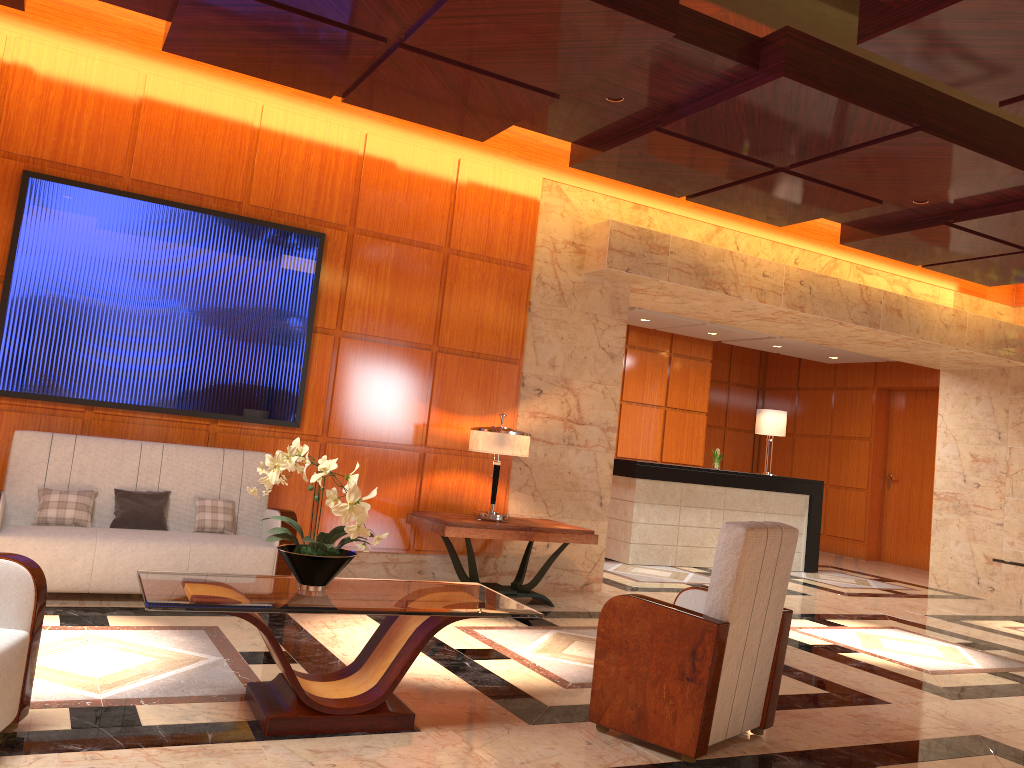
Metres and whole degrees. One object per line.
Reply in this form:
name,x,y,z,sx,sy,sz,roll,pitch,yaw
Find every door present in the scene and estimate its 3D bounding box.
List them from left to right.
door,6.044,1.400,13.307,0.339,2.708,1.284,9,-7,-28

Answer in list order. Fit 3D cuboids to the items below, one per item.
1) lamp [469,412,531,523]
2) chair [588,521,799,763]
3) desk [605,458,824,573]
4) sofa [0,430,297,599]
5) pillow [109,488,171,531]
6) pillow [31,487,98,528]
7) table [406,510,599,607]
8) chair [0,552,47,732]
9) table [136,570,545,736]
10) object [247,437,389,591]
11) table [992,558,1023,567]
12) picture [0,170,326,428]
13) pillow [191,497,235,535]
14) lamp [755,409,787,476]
lamp,-0.111,0.611,6.608,0.458,0.813,0.457,8,-6,-19
chair,0.837,1.059,3.927,0.629,0.965,0.734,1,-7,41
desk,2.383,1.610,10.864,2.918,1.146,0.940,8,-6,-28
sofa,-2.311,0.840,5.568,1.794,0.936,0.612,8,-6,-27
pillow,-2.356,0.800,5.624,0.356,0.254,0.160,9,-6,-31
pillow,-2.724,0.753,5.396,0.343,0.228,0.195,8,-6,-23
table,-0.101,1.331,6.656,1.267,0.609,0.725,8,-5,-27
chair,-1.911,0.682,2.807,0.628,0.965,0.735,7,-5,-9
table,-0.739,1.115,3.672,1.556,0.498,0.721,8,-5,-25
object,-0.810,0.548,3.727,0.788,0.620,0.415,2,-7,39
table,4.477,1.712,5.973,1.596,0.748,1.599,9,-5,-28
picture,-2.351,-0.527,6.087,1.991,1.458,0.056,9,-7,-28
pillow,-1.951,0.870,5.799,0.273,0.230,0.202,9,-6,-25
lamp,3.287,0.749,11.311,0.372,0.823,0.371,7,-6,-3
